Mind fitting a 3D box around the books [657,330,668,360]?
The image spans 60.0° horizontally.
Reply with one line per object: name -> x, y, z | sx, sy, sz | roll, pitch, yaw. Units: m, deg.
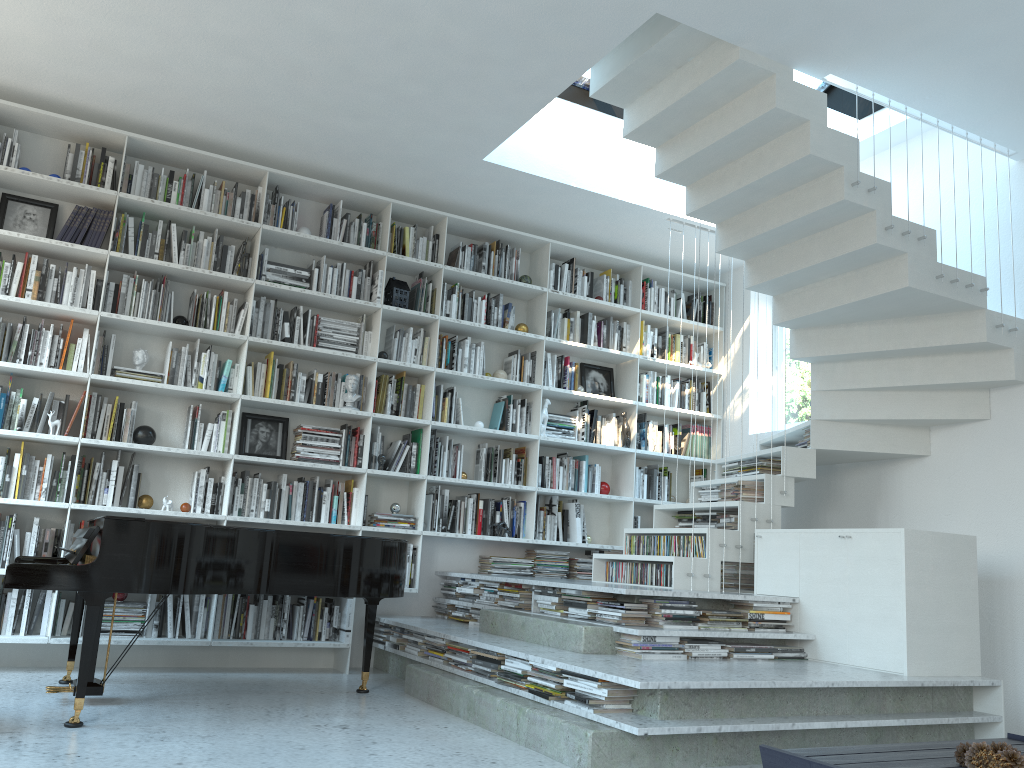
books -> 1.184, -0.289, 7.118 | 0.023, 0.253, 0.189 | 9, -12, -27

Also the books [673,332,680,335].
books -> 1.331, -0.266, 7.288 | 0.010, 0.295, 0.165 | 9, -12, -27

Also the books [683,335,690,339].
books -> 1.417, -0.248, 7.348 | 0.011, 0.294, 0.151 | 9, -12, -27

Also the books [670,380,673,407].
books -> 1.250, 0.106, 7.200 | 0.012, 0.253, 0.161 | 9, -12, -27

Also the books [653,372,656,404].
books -> 1.099, 0.058, 7.108 | 0.012, 0.292, 0.166 | 9, -12, -27

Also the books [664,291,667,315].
books -> 1.213, -0.624, 7.294 | 0.027, 0.249, 0.155 | 9, -12, -27

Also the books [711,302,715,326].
books -> 1.640, -0.553, 7.482 | 0.025, 0.237, 0.187 | 9, -12, -27

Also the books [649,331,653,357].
books -> 1.053, -0.295, 7.053 | 0.049, 0.223, 0.162 | 9, -12, -27

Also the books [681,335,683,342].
books -> 1.352, -0.253, 7.311 | 0.024, 0.281, 0.153 | 9, -12, -27

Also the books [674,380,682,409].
books -> 1.312, 0.111, 7.216 | 0.023, 0.258, 0.184 | 9, -12, -27

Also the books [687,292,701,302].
books -> 1.529, -0.604, 7.455 | 0.014, 0.313, 0.162 | 9, -12, -27

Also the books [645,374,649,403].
books -> 1.025, 0.063, 7.067 | 0.026, 0.256, 0.173 | 9, -12, -27

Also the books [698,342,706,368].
books -> 1.559, -0.209, 7.409 | 0.029, 0.257, 0.163 | 9, -12, -27

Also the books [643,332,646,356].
books -> 0.999, -0.296, 7.021 | 0.024, 0.205, 0.166 | 9, -12, -27

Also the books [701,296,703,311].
books -> 1.556, -0.588, 7.473 | 0.012, 0.291, 0.140 | 9, -12, -27

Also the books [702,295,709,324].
books -> 1.582, -0.587, 7.451 | 0.014, 0.286, 0.190 | 9, -12, -27

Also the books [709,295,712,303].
books -> 1.645, -0.585, 7.525 | 0.014, 0.318, 0.144 | 9, -12, -27

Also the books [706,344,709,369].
books -> 1.590, -0.198, 7.423 | 0.040, 0.246, 0.160 | 9, -12, -27

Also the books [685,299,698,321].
books -> 1.482, -0.579, 7.423 | 0.068, 0.247, 0.160 | 9, -12, -27

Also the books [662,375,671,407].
books -> 1.214, 0.082, 7.168 | 0.030, 0.283, 0.166 | 9, -12, -27

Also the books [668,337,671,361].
books -> 1.214, -0.258, 7.139 | 0.014, 0.205, 0.184 | 9, -12, -27

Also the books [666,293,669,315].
books -> 1.240, -0.615, 7.297 | 0.025, 0.236, 0.144 | 9, -12, -27

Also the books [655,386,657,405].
books -> 1.106, 0.118, 7.118 | 0.027, 0.179, 0.157 | 9, -12, -27

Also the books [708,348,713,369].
books -> 1.619, -0.182, 7.415 | 0.011, 0.216, 0.170 | 9, -12, -27

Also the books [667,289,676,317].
books -> 1.296, -0.627, 7.340 | 0.012, 0.284, 0.159 | 9, -12, -27

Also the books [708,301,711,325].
books -> 1.617, -0.559, 7.485 | 0.014, 0.247, 0.185 | 9, -12, -27

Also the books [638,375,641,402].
books -> 0.963, 0.060, 7.054 | 0.026, 0.249, 0.161 | 9, -12, -27

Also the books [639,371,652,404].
books -> 1.050, 0.050, 7.067 | 0.014, 0.285, 0.185 | 9, -12, -27

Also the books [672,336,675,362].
books -> 1.258, -0.260, 7.159 | 0.013, 0.222, 0.174 | 9, -12, -27

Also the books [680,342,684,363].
books -> 1.344, -0.226, 7.274 | 0.013, 0.212, 0.187 | 9, -12, -27

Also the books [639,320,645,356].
books -> 0.987, -0.342, 7.021 | 0.010, 0.293, 0.183 | 9, -12, -27

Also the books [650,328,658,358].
books -> 1.103, -0.305, 7.091 | 0.023, 0.263, 0.158 | 9, -12, -27

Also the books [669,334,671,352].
books -> 1.228, -0.273, 7.156 | 0.022, 0.242, 0.145 | 9, -12, -27

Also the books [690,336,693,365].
books -> 1.437, -0.244, 7.345 | 0.023, 0.286, 0.163 | 9, -12, -27

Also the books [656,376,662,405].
books -> 1.145, 0.078, 7.140 | 0.025, 0.270, 0.152 | 9, -12, -27

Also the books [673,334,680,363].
books -> 1.272, -0.262, 7.192 | 0.042, 0.241, 0.248 | 9, -12, -27

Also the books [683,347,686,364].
books -> 1.375, -0.201, 7.315 | 0.034, 0.182, 0.156 | 9, -12, -27

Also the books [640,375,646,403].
books -> 0.998, 0.061, 7.040 | 0.023, 0.247, 0.182 | 9, -12, -27

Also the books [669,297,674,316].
books -> 1.272, -0.595, 7.315 | 0.026, 0.207, 0.163 | 9, -12, -27

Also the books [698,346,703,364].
books -> 1.520, -0.195, 7.374 | 0.023, 0.213, 0.181 | 9, -12, -27

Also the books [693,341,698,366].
books -> 1.479, -0.221, 7.359 | 0.070, 0.253, 0.154 | 9, -12, -27

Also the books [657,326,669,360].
books -> 1.203, -0.306, 7.136 | 0.022, 0.296, 0.152 | 9, -12, -27

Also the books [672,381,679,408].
books -> 1.284, 0.111, 7.194 | 0.045, 0.244, 0.177 | 9, -12, -27

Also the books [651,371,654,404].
books -> 1.079, 0.055, 7.111 | 0.022, 0.296, 0.162 | 9, -12, -27

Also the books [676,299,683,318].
books -> 1.341, -0.585, 7.348 | 0.057, 0.211, 0.163 | 9, -12, -27

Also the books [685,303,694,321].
books -> 1.448, -0.562, 7.383 | 0.024, 0.193, 0.186 | 9, -12, -27

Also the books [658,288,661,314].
books -> 1.160, -0.639, 7.258 | 0.022, 0.258, 0.163 | 9, -12, -27

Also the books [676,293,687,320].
books -> 1.397, -0.606, 7.393 | 0.069, 0.276, 0.132 | 9, -12, -27

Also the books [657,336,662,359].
books -> 1.153, -0.269, 7.120 | 0.025, 0.211, 0.135 | 9, -12, -27

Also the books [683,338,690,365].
books -> 1.411, -0.238, 7.318 | 0.022, 0.260, 0.160 | 9, -12, -27

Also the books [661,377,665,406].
books -> 1.171, 0.086, 7.142 | 0.024, 0.259, 0.156 | 9, -12, -27

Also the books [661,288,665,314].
books -> 1.183, -0.638, 7.270 | 0.029, 0.263, 0.179 | 9, -12, -27

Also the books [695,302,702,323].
books -> 1.525, -0.561, 7.421 | 0.012, 0.215, 0.192 | 9, -12, -27

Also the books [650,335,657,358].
books -> 1.087, -0.276, 7.061 | 0.024, 0.193, 0.190 | 9, -12, -27

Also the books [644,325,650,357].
books -> 1.026, -0.322, 7.030 | 0.026, 0.262, 0.189 | 9, -12, -27

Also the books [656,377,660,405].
books -> 1.132, 0.080, 7.123 | 0.013, 0.259, 0.158 | 9, -12, -27

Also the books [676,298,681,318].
books -> 1.365, -0.590, 7.377 | 0.010, 0.235, 0.131 | 9, -12, -27

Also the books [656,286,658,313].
books -> 1.137, -0.650, 7.252 | 0.027, 0.275, 0.148 | 9, -12, -27

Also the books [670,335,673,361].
books -> 1.243, -0.268, 7.163 | 0.012, 0.237, 0.166 | 9, -12, -27

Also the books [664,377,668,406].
books -> 1.192, 0.088, 7.150 | 0.022, 0.262, 0.172 | 9, -12, -27
